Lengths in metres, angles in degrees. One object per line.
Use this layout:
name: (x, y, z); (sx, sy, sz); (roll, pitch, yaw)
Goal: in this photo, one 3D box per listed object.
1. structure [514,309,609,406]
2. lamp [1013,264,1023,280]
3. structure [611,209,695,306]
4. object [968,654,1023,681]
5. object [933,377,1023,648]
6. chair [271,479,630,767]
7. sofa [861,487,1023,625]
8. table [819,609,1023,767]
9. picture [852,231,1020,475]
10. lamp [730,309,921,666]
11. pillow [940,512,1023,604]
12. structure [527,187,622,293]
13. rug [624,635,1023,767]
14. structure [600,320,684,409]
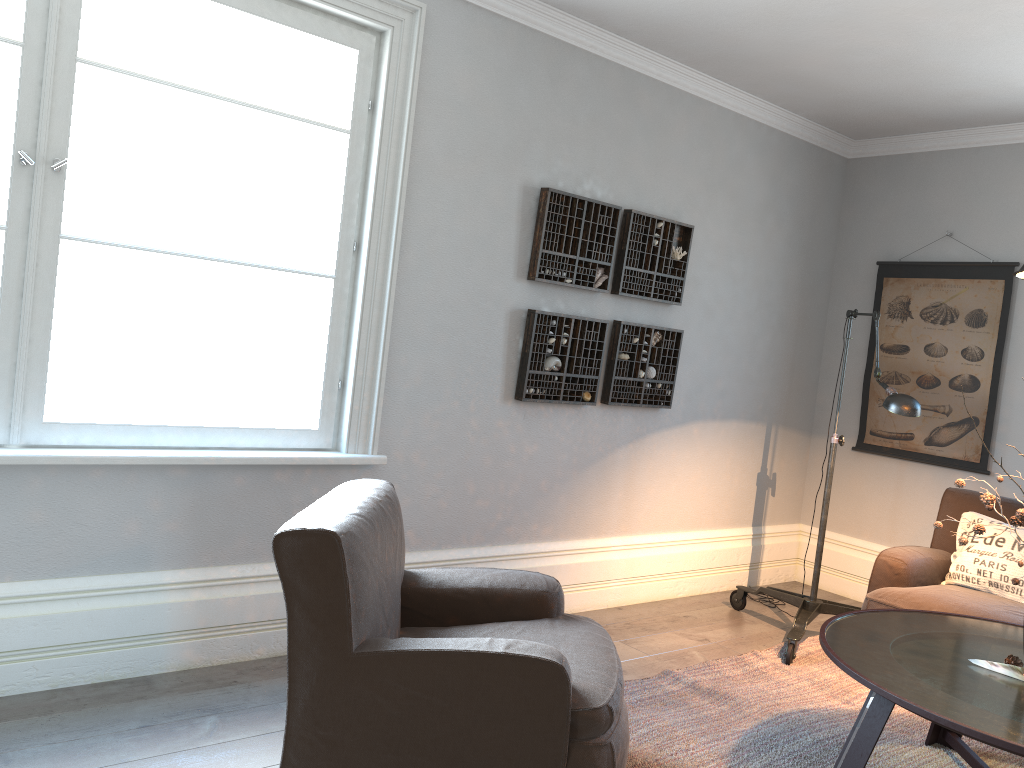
structure: (0.240, -0.116, 4.125); (0.467, 0.416, 0.086); (4, 3, -39)
lamp: (1.782, -0.829, 2.514); (0.504, 1.075, 0.504); (7, 3, 8)
structure: (0.717, -0.624, 4.429); (0.468, 0.416, 0.105); (4, 3, -40)
object: (1.525, 0.839, 2.522); (0.153, 0.067, 0.404); (6, 3, -22)
object: (1.660, 0.350, 2.447); (0.853, 1.065, 0.525); (8, 3, 21)
chair: (-0.136, 0.764, 2.540); (0.970, 0.795, 0.807); (7, 3, 2)
sofa: (2.525, 1.017, 3.371); (0.968, 0.824, 2.166); (4, 4, -39)
table: (1.553, 1.116, 2.604); (1.300, 0.503, 1.299); (9, 4, 43)
picture: (2.372, -0.208, 4.995); (0.057, 1.313, 0.793); (5, 3, -39)
lamp: (1.663, 0.454, 4.526); (0.797, 1.644, 1.864); (7, 3, -2)
pillow: (2.209, 0.782, 3.947); (0.240, 0.368, 0.519); (4, 3, -39)
structure: (0.289, -0.656, 4.107); (0.467, 0.416, 0.099); (4, 3, -39)
rug: (1.577, 1.315, 2.613); (2.399, 0.090, 2.820); (4, 4, -39)
structure: (0.665, -0.092, 4.473); (0.467, 0.416, 0.086); (4, 3, -39)
